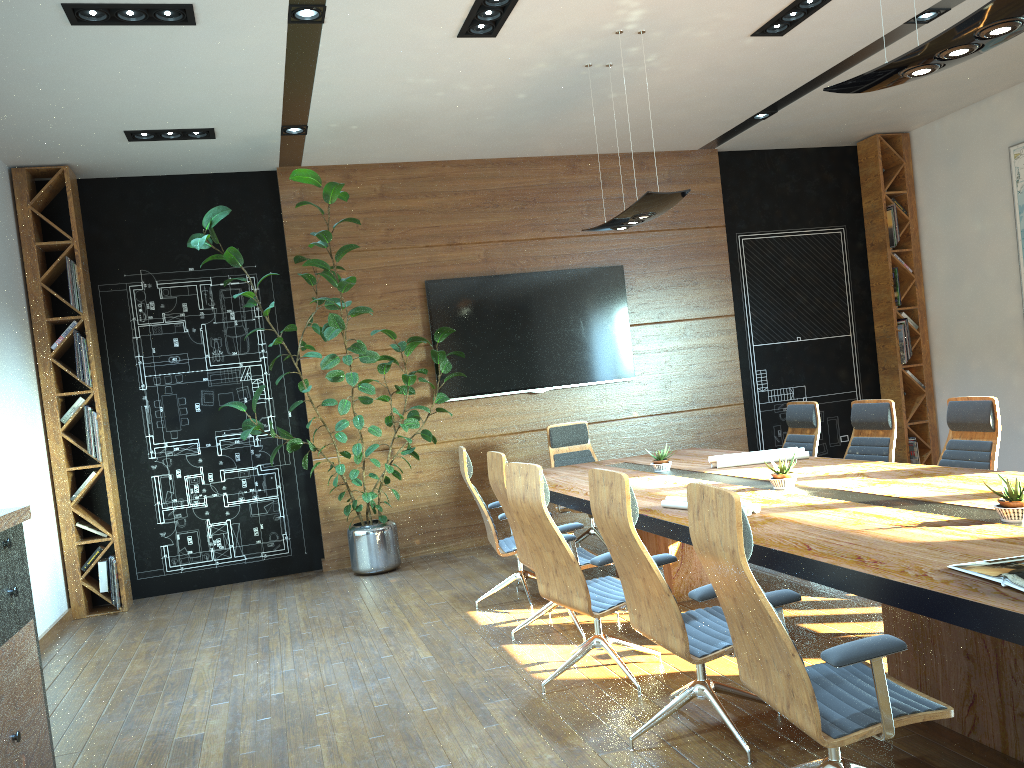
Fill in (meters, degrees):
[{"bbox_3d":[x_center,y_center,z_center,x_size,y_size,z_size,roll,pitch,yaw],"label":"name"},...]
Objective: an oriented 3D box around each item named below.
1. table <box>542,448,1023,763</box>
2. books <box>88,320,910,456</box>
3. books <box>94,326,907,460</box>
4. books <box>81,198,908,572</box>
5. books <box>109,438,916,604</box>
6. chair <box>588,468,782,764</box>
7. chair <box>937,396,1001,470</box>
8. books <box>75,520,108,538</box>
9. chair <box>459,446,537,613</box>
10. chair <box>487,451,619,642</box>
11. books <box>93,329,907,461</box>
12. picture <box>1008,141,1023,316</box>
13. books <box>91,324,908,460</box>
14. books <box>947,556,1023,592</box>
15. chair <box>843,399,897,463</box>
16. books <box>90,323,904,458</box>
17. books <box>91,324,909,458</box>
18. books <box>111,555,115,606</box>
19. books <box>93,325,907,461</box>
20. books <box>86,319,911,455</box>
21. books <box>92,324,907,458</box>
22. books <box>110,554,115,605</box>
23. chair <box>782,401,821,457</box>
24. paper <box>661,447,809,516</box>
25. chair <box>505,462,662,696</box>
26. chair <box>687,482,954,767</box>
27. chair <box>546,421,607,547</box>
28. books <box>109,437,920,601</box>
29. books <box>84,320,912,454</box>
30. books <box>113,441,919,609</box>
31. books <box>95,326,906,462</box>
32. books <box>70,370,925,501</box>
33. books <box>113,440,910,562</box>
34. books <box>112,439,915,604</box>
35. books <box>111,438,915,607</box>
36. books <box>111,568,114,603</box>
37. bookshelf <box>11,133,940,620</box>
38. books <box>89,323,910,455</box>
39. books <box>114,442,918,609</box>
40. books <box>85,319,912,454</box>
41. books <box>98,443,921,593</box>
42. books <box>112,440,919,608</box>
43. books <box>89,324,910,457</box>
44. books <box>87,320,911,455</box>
[{"bbox_3d":[1.499,0.945,4.733,1.782,0.798,5.544,-7,0,-16],"label":"table"},{"bbox_3d":[0.316,-0.034,8.467,7.965,0.404,0.391,-6,1,-15],"label":"books"},{"bbox_3d":[0.321,0.017,8.472,7.867,0.397,0.397,-6,1,-15],"label":"books"},{"bbox_3d":[0.303,-0.214,8.435,8.404,2.652,0.160,-7,2,-15],"label":"books"},{"bbox_3d":[0.455,1.197,8.526,7.969,0.382,0.390,-6,1,-15],"label":"books"},{"bbox_3d":[0.737,0.867,3.599,0.695,1.129,0.706,-7,2,-15],"label":"chair"},{"bbox_3d":[2.514,0.670,5.263,0.695,1.129,0.706,-7,2,-13],"label":"chair"},{"bbox_3d":[-3.512,1.216,7.444,0.237,0.159,0.216,-7,1,-16],"label":"books"},{"bbox_3d":[0.025,0.957,6.151,0.695,1.129,0.706,-7,2,-8],"label":"chair"},{"bbox_3d":[0.266,0.927,5.320,0.695,1.129,0.706,-7,2,-15],"label":"chair"},{"bbox_3d":[0.318,0.009,8.479,7.887,0.397,0.397,-6,1,-15],"label":"books"},{"bbox_3d":[5.186,-1.238,6.735,0.030,2.066,3.235,-7,1,-16],"label":"picture"},{"bbox_3d":[0.318,0.000,8.477,7.904,0.397,0.397,-6,1,-15],"label":"books"},{"bbox_3d":[1.524,0.512,2.418,0.389,0.033,0.544,-7,0,-4],"label":"books"},{"bbox_3d":[2.267,0.701,6.064,0.695,1.129,0.706,-7,2,-20],"label":"chair"},{"bbox_3d":[0.316,-0.016,8.478,7.940,0.398,0.398,-6,1,-15],"label":"books"},{"bbox_3d":[0.318,-0.007,8.472,7.931,0.384,0.400,-6,1,-15],"label":"books"},{"bbox_3d":[0.458,1.207,8.521,7.936,0.397,0.397,-6,1,-15],"label":"books"},{"bbox_3d":[0.319,0.009,8.478,7.879,0.399,0.397,-6,1,-15],"label":"books"},{"bbox_3d":[0.315,-0.048,8.465,7.995,0.401,0.386,-6,1,-15],"label":"books"},{"bbox_3d":[0.318,0.003,8.480,7.895,0.400,0.397,-6,1,-15],"label":"books"},{"bbox_3d":[0.454,1.200,8.530,7.961,0.385,0.386,-6,1,-15],"label":"books"},{"bbox_3d":[2.039,0.730,6.891,0.695,1.129,0.706,-7,2,-16],"label":"chair"},{"bbox_3d":[1.268,0.530,5.086,0.629,0.083,2.235,-7,0,25],"label":"paper"},{"bbox_3d":[0.396,0.909,4.402,0.694,1.129,0.707,-7,2,-24],"label":"chair"},{"bbox_3d":[0.975,0.836,2.764,0.695,1.129,0.706,-7,2,-9],"label":"chair"},{"bbox_3d":[0.659,0.890,7.605,0.705,1.129,0.696,-7,2,-20],"label":"chair"},{"bbox_3d":[0.454,1.193,8.526,7.977,0.385,0.383,-6,1,-15],"label":"books"},{"bbox_3d":[0.314,-0.050,8.468,8.020,0.382,0.396,-6,1,-15],"label":"books"},{"bbox_3d":[0.467,1.232,8.499,7.891,0.390,0.398,-6,1,-15],"label":"books"},{"bbox_3d":[0.320,0.020,8.480,7.859,0.399,0.397,-6,1,-15],"label":"books"},{"bbox_3d":[0.367,0.401,8.482,8.411,0.221,0.233,-6,1,-15],"label":"books"},{"bbox_3d":[0.458,1.223,8.528,7.911,0.383,0.400,-6,1,-15],"label":"books"},{"bbox_3d":[0.458,1.215,8.523,7.919,0.397,0.397,-6,1,-15],"label":"books"},{"bbox_3d":[0.458,1.209,8.520,7.928,0.399,0.397,-6,1,-15],"label":"books"},{"bbox_3d":[0.454,1.205,8.531,7.952,0.385,0.387,-6,1,-15],"label":"books"},{"bbox_3d":[0.269,-0.360,8.490,8.614,3.697,0.319,-7,2,-15],"label":"bookshelf"},{"bbox_3d":[0.317,-0.018,8.471,7.948,0.390,0.398,-6,1,-15],"label":"books"},{"bbox_3d":[0.468,1.240,8.498,7.885,0.384,0.400,-6,1,-15],"label":"books"},{"bbox_3d":[0.313,-0.050,8.471,8.012,0.389,0.390,-6,1,-15],"label":"books"},{"bbox_3d":[0.449,1.181,8.490,8.129,0.296,0.187,-6,2,-15],"label":"books"},{"bbox_3d":[0.468,1.223,8.493,7.900,0.398,0.398,-6,1,-15],"label":"books"},{"bbox_3d":[0.317,-0.018,8.473,7.956,0.384,0.400,-6,1,-15],"label":"books"},{"bbox_3d":[0.315,-0.040,8.468,7.987,0.398,0.387,-6,1,-15],"label":"books"}]
